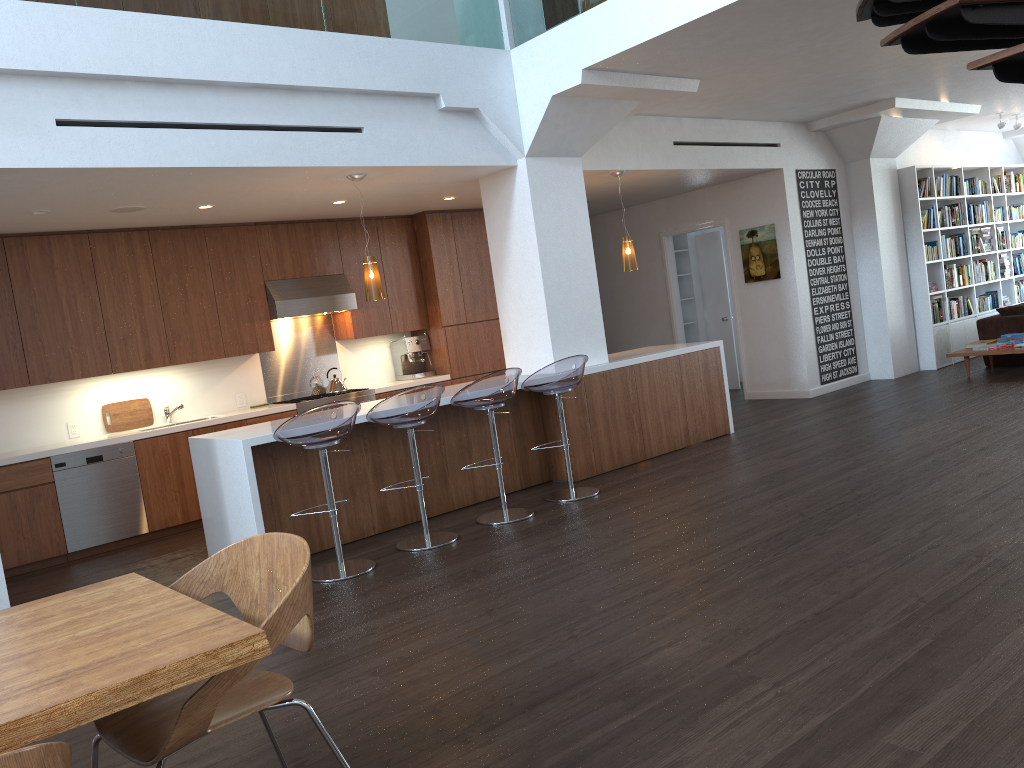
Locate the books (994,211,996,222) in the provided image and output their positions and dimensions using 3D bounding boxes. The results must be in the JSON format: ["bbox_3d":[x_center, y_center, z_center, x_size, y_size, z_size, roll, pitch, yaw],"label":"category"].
[{"bbox_3d":[6.400,-2.227,11.848,0.019,0.153,0.110,-12,6,-39],"label":"books"}]

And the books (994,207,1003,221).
[{"bbox_3d":[6.541,-2.277,11.975,0.036,0.191,0.139,-12,6,-39],"label":"books"}]

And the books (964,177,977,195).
[{"bbox_3d":[5.936,-2.550,11.500,0.042,0.231,0.140,-12,6,-39],"label":"books"}]

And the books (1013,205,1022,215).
[{"bbox_3d":[7.053,-2.389,12.404,0.020,0.200,0.127,-12,6,-39],"label":"books"}]

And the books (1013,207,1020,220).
[{"bbox_3d":[7.001,-2.370,12.364,0.030,0.184,0.134,-12,6,-39],"label":"books"}]

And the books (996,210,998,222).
[{"bbox_3d":[6.451,-2.242,11.885,0.032,0.162,0.106,-12,6,-39],"label":"books"}]

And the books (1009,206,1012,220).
[{"bbox_3d":[6.764,-2.329,12.155,0.027,0.202,0.146,-12,6,-39],"label":"books"}]

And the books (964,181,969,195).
[{"bbox_3d":[5.769,-2.495,11.356,0.036,0.191,0.139,-12,6,-39],"label":"books"}]

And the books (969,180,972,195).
[{"bbox_3d":[5.816,-2.509,11.390,0.027,0.202,0.146,-12,6,-39],"label":"books"}]

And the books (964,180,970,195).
[{"bbox_3d":[5.790,-2.505,11.380,0.027,0.202,0.146,-12,6,-39],"label":"books"}]

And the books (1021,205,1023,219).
[{"bbox_3d":[7.079,-2.392,12.425,0.045,0.196,0.136,-12,6,-39],"label":"books"}]

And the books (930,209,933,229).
[{"bbox_3d":[4.976,-1.978,10.687,0.105,0.242,0.174,-12,6,-39],"label":"books"}]

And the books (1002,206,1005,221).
[{"bbox_3d":[6.588,-2.292,12.010,0.027,0.202,0.146,-12,6,-39],"label":"books"}]

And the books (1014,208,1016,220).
[{"bbox_3d":[6.898,-2.338,12.254,0.017,0.167,0.107,-12,6,-39],"label":"books"}]

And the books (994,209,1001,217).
[{"bbox_3d":[6.521,-2.266,11.955,0.021,0.178,0.128,-12,6,-39],"label":"books"}]

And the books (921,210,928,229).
[{"bbox_3d":[4.889,-1.954,10.614,0.104,0.232,0.152,-12,6,-39],"label":"books"}]

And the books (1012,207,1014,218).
[{"bbox_3d":[6.833,-2.331,12.212,0.021,0.178,0.128,-12,6,-39],"label":"books"}]

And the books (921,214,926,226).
[{"bbox_3d":[4.812,-1.913,10.547,0.170,0.182,0.161,-12,6,-39],"label":"books"}]

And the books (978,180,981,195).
[{"bbox_3d":[6.046,-2.552,11.586,0.036,0.191,0.139,-12,6,-39],"label":"books"}]

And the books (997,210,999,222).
[{"bbox_3d":[6.469,-2.248,11.901,0.017,0.167,0.107,-12,6,-39],"label":"books"}]

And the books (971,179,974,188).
[{"bbox_3d":[5.894,-2.530,11.483,0.048,0.207,0.144,-12,6,-39],"label":"books"}]

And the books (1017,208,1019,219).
[{"bbox_3d":[6.973,-2.357,12.328,0.018,0.171,0.109,-12,6,-39],"label":"books"}]

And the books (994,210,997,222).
[{"bbox_3d":[6.426,-2.240,11.873,0.020,0.167,0.120,-12,6,-39],"label":"books"}]

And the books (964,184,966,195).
[{"bbox_3d":[5.708,-2.470,11.302,0.023,0.169,0.122,-12,6,-39],"label":"books"}]

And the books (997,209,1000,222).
[{"bbox_3d":[6.480,-2.252,11.921,0.023,0.169,0.122,-12,6,-39],"label":"books"}]

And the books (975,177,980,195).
[{"bbox_3d":[6.009,-2.566,11.563,0.042,0.231,0.140,-12,6,-39],"label":"books"}]

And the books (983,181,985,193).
[{"bbox_3d":[6.151,-2.571,11.680,0.030,0.184,0.134,-12,6,-39],"label":"books"}]

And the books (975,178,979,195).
[{"bbox_3d":[5.971,-2.555,11.535,0.052,0.226,0.158,-12,6,-39],"label":"books"}]

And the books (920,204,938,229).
[{"bbox_3d":[5.037,-2.014,10.727,0.053,0.290,0.176,-12,6,-39],"label":"books"}]

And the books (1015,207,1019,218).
[{"bbox_3d":[6.982,-2.363,12.347,0.022,0.178,0.128,-12,6,-39],"label":"books"}]

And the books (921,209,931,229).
[{"bbox_3d":[4.941,-1.970,10.667,0.093,0.239,0.172,-12,6,-39],"label":"books"}]

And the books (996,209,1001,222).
[{"bbox_3d":[6.501,-2.259,11.939,0.032,0.173,0.126,-12,6,-39],"label":"books"}]

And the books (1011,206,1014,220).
[{"bbox_3d":[6.808,-2.333,12.195,0.036,0.191,0.139,-12,6,-39],"label":"books"}]

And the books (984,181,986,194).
[{"bbox_3d":[6.172,-2.572,11.696,0.022,0.178,0.128,-12,6,-39],"label":"books"}]

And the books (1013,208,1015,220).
[{"bbox_3d":[6.854,-2.333,12.229,0.032,0.173,0.126,-12,6,-39],"label":"books"}]

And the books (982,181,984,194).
[{"bbox_3d":[6.121,-2.561,11.644,0.022,0.178,0.128,-12,6,-39],"label":"books"}]

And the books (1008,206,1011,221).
[{"bbox_3d":[6.743,-2.324,12.140,0.020,0.200,0.127,-12,6,-39],"label":"books"}]

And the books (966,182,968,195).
[{"bbox_3d":[5.750,-2.483,11.336,0.021,0.178,0.128,-12,6,-39],"label":"books"}]

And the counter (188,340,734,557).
[{"bbox_3d":[-0.718,0.631,5.293,3.039,0.860,8.182,-6,5,22],"label":"counter"}]

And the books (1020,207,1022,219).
[{"bbox_3d":[7.043,-2.375,12.387,0.022,0.178,0.128,-12,6,-39],"label":"books"}]

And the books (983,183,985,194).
[{"bbox_3d":[6.136,-2.564,11.659,0.021,0.178,0.128,-12,6,-39],"label":"books"}]

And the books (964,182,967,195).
[{"bbox_3d":[5.729,-2.476,11.319,0.032,0.173,0.126,-12,6,-39],"label":"books"}]

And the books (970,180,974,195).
[{"bbox_3d":[5.876,-2.522,11.445,0.027,0.202,0.146,-12,6,-39],"label":"books"}]

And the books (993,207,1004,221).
[{"bbox_3d":[6.562,-2.287,11.999,0.027,0.202,0.146,-12,6,-39],"label":"books"}]

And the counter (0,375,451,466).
[{"bbox_3d":[-2.479,0.286,7.737,4.387,0.050,0.600,-12,6,-39],"label":"counter"}]

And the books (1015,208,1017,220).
[{"bbox_3d":[6.918,-2.340,12.269,0.032,0.162,0.106,-12,6,-39],"label":"books"}]

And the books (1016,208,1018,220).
[{"bbox_3d":[6.933,-2.345,12.291,0.020,0.167,0.120,-12,6,-39],"label":"books"}]

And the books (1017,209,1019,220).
[{"bbox_3d":[6.965,-2.345,12.313,0.019,0.153,0.110,-12,6,-39],"label":"books"}]

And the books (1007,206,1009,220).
[{"bbox_3d":[6.699,-2.316,12.107,0.027,0.202,0.146,-12,6,-39],"label":"books"}]

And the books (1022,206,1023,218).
[{"bbox_3d":[7.112,-2.396,12.448,0.036,0.191,0.139,-12,6,-39],"label":"books"}]

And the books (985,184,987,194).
[{"bbox_3d":[6.193,-2.572,11.701,0.018,0.171,0.109,-12,6,-39],"label":"books"}]

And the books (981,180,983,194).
[{"bbox_3d":[6.099,-2.568,11.635,0.020,0.200,0.127,-12,6,-39],"label":"books"}]

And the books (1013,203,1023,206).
[{"bbox_3d":[7.137,-2.422,12.476,0.042,0.231,0.140,-12,6,-39],"label":"books"}]

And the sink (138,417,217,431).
[{"bbox_3d":[-2.789,0.409,7.467,0.740,0.137,0.440,-12,6,-39],"label":"sink"}]

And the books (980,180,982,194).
[{"bbox_3d":[6.075,-2.561,11.614,0.045,0.196,0.136,-12,6,-39],"label":"books"}]

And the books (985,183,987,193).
[{"bbox_3d":[6.212,-2.566,11.709,0.019,0.153,0.110,-12,6,-39],"label":"books"}]

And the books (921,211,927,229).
[{"bbox_3d":[4.866,-1.943,10.599,0.101,0.218,0.161,-12,6,-39],"label":"books"}]

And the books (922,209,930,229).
[{"bbox_3d":[4.915,-1.961,10.632,0.112,0.235,0.172,-12,6,-39],"label":"books"}]

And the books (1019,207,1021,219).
[{"bbox_3d":[7.025,-2.371,12.375,0.021,0.178,0.128,-12,6,-39],"label":"books"}]
